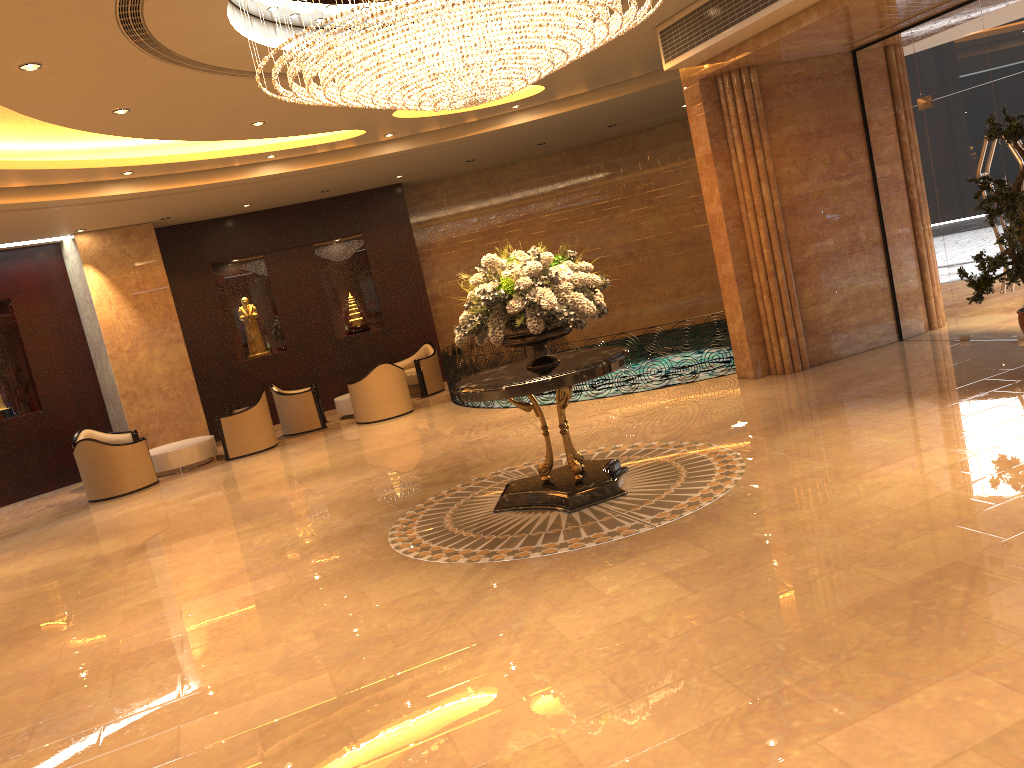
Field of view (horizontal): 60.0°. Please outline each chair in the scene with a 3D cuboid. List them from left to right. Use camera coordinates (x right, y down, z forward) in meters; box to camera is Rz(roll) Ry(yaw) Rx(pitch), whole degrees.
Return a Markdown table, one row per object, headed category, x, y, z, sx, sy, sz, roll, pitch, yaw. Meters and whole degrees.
| category | x | y | z | sx | sy | sz | roll | pitch | yaw |
| --- | --- | --- | --- | --- | --- | --- | --- | --- | --- |
| chair | -6.507 | 1.107 | 14.187 | 0.769 | 0.916 | 0.951 | -8 | 8 | 29 |
| chair | -5.752 | 1.136 | 12.692 | 0.951 | 0.916 | 0.769 | -11 | 8 | 15 |
| chair | -4.168 | 0.614 | 13.959 | 0.769 | 0.916 | 0.951 | -13 | 7 | -5 |
| chair | -3.627 | 0.345 | 15.075 | 0.769 | 0.916 | 0.951 | -14 | 7 | -10 |
| chair | -2.117 | 0.097 | 14.394 | 0.951 | 0.916 | 0.769 | -16 | 8 | -25 |
| chair | -1.732 | -0.256 | 16.421 | 0.951 | 0.916 | 0.769 | -5 | 10 | 44 |

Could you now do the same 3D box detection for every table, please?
| category | x | y | z | sx | sy | sz | roll | pitch | yaw |
| --- | --- | --- | --- | --- | --- | --- | --- | --- | --- |
| table | -5.257 | 1.146 | 13.967 | 1.196 | 0.354 | 1.196 | -12 | 7 | 6 |
| table | -2.515 | 0.305 | 15.685 | 1.196 | 0.354 | 1.196 | -12 | 7 | 7 |
| table | 0.342 | 0.380 | 7.372 | 1.493 | 1.089 | 1.493 | -16 | 8 | -27 |

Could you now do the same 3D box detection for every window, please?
| category | x | y | z | sx | sy | sz | roll | pitch | yaw |
| --- | --- | --- | --- | --- | --- | --- | --- | --- | --- |
| window | 5.082 | -2.166 | 9.137 | 0.047 | 3.571 | 3.515 | -15 | 8 | -20 |

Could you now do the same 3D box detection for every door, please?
| category | x | y | z | sx | sy | sz | roll | pitch | yaw |
| --- | --- | --- | --- | --- | --- | --- | --- | --- | --- |
| door | 5.164 | -1.801 | 9.185 | 0.195 | 2.758 | 1.880 | -15 | 8 | -20 |

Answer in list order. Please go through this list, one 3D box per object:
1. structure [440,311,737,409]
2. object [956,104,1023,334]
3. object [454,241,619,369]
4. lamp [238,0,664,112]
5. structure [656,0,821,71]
| category | x | y | z | sx | sy | sz | roll | pitch | yaw |
| --- | --- | --- | --- | --- | --- | --- | --- | --- | --- |
| structure | 0.734 | -0.464 | 14.954 | 3.815 | 0.995 | 7.624 | -13 | 7 | -2 |
| object | 4.611 | -1.311 | 7.974 | 1.250 | 2.363 | 0.843 | -19 | 9 | -39 |
| object | 0.145 | -0.633 | 7.217 | 1.277 | 0.999 | 1.318 | -11 | 7 | 10 |
| lamp | -0.421 | -2.790 | 6.930 | 3.206 | 1.196 | 3.204 | -10 | 8 | 16 |
| structure | 2.600 | -3.719 | 8.103 | 0.425 | 0.483 | 4.113 | -15 | 8 | -20 |
